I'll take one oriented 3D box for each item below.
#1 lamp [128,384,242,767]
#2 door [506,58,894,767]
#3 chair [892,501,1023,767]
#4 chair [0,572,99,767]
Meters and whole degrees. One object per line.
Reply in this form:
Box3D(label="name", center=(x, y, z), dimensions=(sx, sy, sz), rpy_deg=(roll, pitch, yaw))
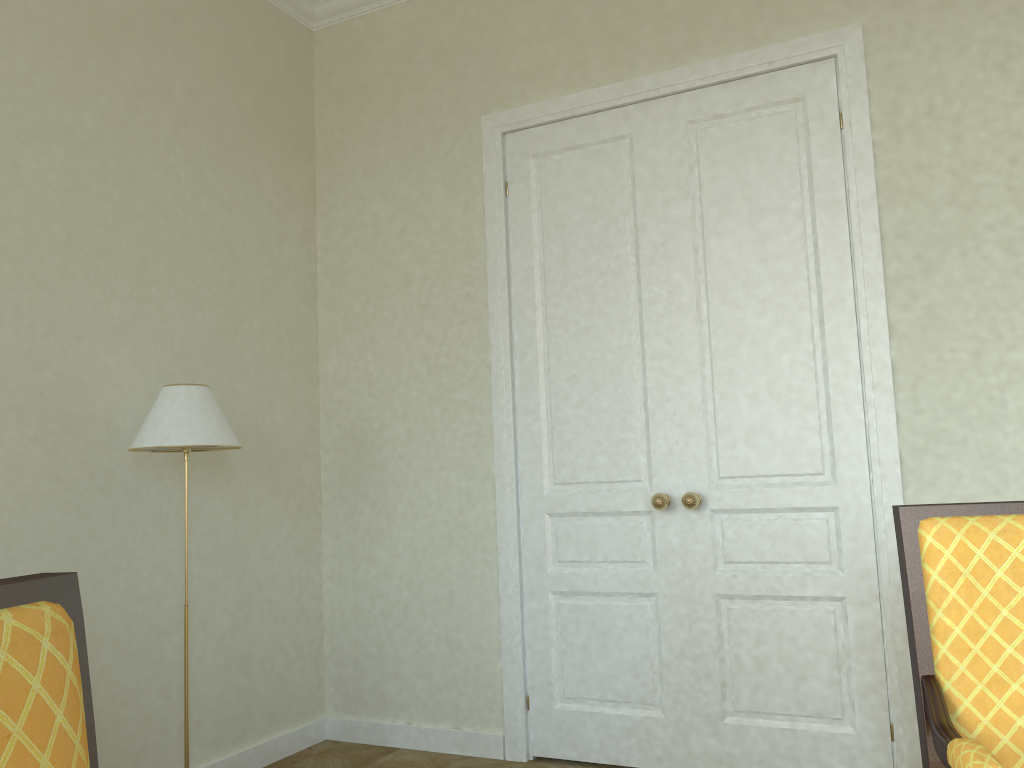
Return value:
Box3D(label="lamp", center=(-1.136, 0.778, 3.096), dimensions=(0.381, 1.552, 0.381), rpy_deg=(-5, -7, 26))
Box3D(label="door", center=(0.639, 0.152, 3.514), dimensions=(1.405, 2.701, 0.153), rpy_deg=(-5, -7, 26))
Box3D(label="chair", center=(1.082, 0.735, 1.388), dimensions=(0.730, 1.083, 0.671), rpy_deg=(-3, -6, 8))
Box3D(label="chair", center=(-0.247, 0.700, 0.565), dimensions=(0.671, 1.083, 0.730), rpy_deg=(-3, -6, 11))
